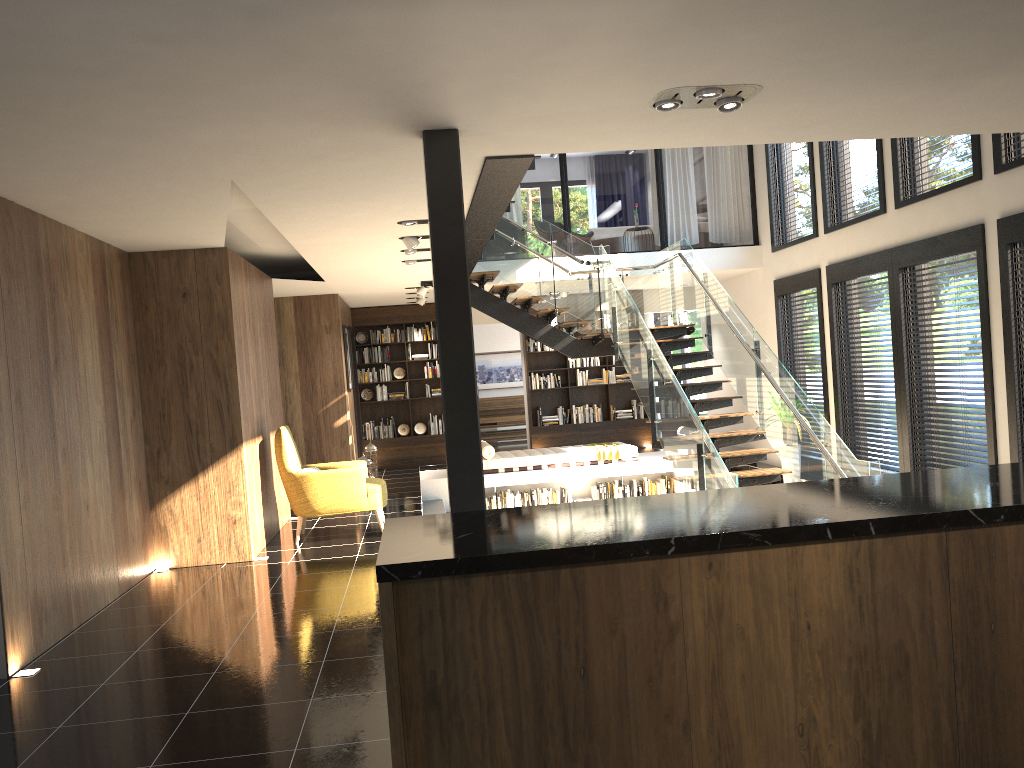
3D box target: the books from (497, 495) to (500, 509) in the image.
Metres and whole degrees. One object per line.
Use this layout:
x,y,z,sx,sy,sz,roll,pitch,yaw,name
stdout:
-0.181,1.658,12.124,0.027,0.254,0.204,-4,1,-6,books

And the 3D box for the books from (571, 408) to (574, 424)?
1.018,0.544,15.103,0.026,0.263,0.156,-4,1,-6,books

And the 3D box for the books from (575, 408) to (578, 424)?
1.083,0.540,15.086,0.030,0.262,0.173,-4,1,-6,books

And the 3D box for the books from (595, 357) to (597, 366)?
1.424,-0.416,15.135,0.024,0.220,0.148,-4,1,-6,books

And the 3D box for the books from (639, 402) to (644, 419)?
2.214,0.451,15.203,0.025,0.274,0.204,-4,1,-6,books

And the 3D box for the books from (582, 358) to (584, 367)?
1.190,-0.411,15.095,0.030,0.244,0.142,-4,1,-6,books

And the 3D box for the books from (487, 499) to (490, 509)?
-0.324,1.689,12.152,0.029,0.211,0.130,-4,1,-6,books

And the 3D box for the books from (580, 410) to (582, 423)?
1.166,0.558,15.100,0.025,0.214,0.170,-4,1,-6,books

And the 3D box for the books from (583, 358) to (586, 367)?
1.221,-0.407,15.087,0.028,0.231,0.167,-4,1,-6,books

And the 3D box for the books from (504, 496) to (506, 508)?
-0.099,1.660,12.161,0.029,0.237,0.146,-4,1,-6,books

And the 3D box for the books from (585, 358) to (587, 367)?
1.245,-0.381,15.111,0.021,0.176,0.161,-4,1,-6,books

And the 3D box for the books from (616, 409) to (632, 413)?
1.903,0.465,15.179,0.288,0.030,0.175,-4,1,-2,books

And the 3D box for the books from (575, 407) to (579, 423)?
1.108,0.532,15.107,0.025,0.274,0.150,-4,1,-6,books

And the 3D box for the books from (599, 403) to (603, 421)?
1.519,0.485,15.154,0.022,0.307,0.131,-4,2,-6,books

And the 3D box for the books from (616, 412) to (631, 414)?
1.903,0.492,15.194,0.251,0.026,0.148,-4,1,-10,books

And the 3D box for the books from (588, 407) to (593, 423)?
1.335,0.525,15.116,0.034,0.255,0.194,-4,1,-6,books

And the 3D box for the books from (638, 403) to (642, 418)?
2.191,0.463,15.207,0.023,0.254,0.191,-4,1,-6,books

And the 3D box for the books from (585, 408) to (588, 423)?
1.253,0.532,15.093,0.025,0.255,0.202,-4,1,-6,books

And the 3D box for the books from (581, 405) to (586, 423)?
1.221,0.512,15.114,0.032,0.298,0.169,-4,1,-6,books

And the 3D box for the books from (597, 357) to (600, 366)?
1.459,-0.419,15.141,0.046,0.219,0.145,-4,1,-6,books

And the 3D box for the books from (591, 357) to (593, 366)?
1.349,-0.390,15.109,0.027,0.179,0.164,-4,1,-6,books

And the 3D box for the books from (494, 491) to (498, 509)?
-0.215,1.630,12.156,0.029,0.314,0.163,-4,1,-6,books

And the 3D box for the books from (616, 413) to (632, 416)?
1.906,0.517,15.184,0.263,0.024,0.167,-4,1,-11,books

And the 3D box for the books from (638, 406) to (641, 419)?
2.168,0.474,15.213,0.022,0.234,0.178,-4,1,-6,books

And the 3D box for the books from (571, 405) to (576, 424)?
1.050,0.518,15.072,0.035,0.312,0.160,-4,1,-6,books

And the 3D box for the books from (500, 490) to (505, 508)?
-0.128,1.620,12.133,0.030,0.322,0.202,-4,1,-6,books

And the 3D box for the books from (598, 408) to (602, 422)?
1.499,0.527,15.143,0.026,0.227,0.129,-4,1,-6,books

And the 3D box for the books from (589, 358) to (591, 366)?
1.316,-0.430,15.111,0.032,0.265,0.149,-4,1,-6,books

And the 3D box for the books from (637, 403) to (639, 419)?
2.144,0.459,15.213,0.023,0.267,0.147,-4,1,-6,books

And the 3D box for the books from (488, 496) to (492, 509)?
-0.297,1.664,12.158,0.030,0.256,0.145,-4,1,-6,books

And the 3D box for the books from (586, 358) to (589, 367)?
1.279,-0.381,15.117,0.047,0.171,0.167,-4,1,-6,books

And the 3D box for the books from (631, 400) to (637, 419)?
2.091,0.434,15.195,0.030,0.326,0.195,-4,1,-6,books

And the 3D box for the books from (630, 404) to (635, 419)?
2.066,0.475,15.192,0.026,0.247,0.149,-4,1,-6,books

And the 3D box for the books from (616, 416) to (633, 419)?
1.910,0.570,15.187,0.286,0.031,0.176,-4,1,-8,books

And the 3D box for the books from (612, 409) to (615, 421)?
1.719,0.525,15.157,0.025,0.199,0.149,-4,1,-6,books

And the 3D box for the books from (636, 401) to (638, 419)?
2.119,0.439,15.200,0.027,0.311,0.148,-4,1,-6,books

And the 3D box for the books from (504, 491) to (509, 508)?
-0.071,1.622,12.138,0.028,0.309,0.211,-4,1,-6,books

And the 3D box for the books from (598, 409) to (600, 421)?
1.473,0.532,15.140,0.026,0.221,0.145,-4,1,-6,books

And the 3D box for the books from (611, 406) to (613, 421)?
1.691,0.494,15.167,0.024,0.264,0.174,-4,1,-6,books

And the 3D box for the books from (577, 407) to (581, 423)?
1.138,0.530,15.084,0.030,0.276,0.160,-4,1,-6,books

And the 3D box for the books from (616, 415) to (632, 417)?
1.907,0.542,15.197,0.250,0.026,0.148,-4,1,-10,books

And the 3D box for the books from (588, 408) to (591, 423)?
1.308,0.532,15.106,0.023,0.246,0.149,-4,1,-6,books

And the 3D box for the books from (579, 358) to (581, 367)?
1.142,-0.386,15.106,0.026,0.201,0.146,-4,1,-6,books

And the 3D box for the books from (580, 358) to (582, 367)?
1.165,-0.390,15.106,0.020,0.206,0.147,-4,1,-6,books

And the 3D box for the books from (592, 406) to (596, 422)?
1.394,0.508,15.118,0.028,0.280,0.154,-4,1,-6,books

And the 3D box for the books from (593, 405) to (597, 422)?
1.419,0.499,15.127,0.025,0.294,0.177,-4,1,-6,books

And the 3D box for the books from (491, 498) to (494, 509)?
-0.270,1.678,12.154,0.020,0.225,0.156,-4,1,-6,books

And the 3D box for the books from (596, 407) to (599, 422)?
1.448,0.520,15.117,0.028,0.250,0.162,-4,1,-6,books

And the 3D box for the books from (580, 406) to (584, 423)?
1.190,0.523,15.112,0.031,0.280,0.141,-4,1,-6,books

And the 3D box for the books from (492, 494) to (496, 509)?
-0.242,1.653,12.126,0.035,0.273,0.200,-4,1,-6,books

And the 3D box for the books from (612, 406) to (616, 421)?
1.744,0.504,15.151,0.026,0.238,0.159,-4,1,-6,books

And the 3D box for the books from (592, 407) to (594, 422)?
1.366,0.525,15.121,0.029,0.250,0.142,-4,1,-6,books

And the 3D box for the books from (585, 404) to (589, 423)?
1.277,0.504,15.115,0.032,0.306,0.155,-4,1,-6,books

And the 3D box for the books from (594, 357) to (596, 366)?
1.396,-0.409,15.151,0.030,0.208,0.119,-4,1,-6,books

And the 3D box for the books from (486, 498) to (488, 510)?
-0.350,1.677,12.121,0.027,0.241,0.150,-4,1,-6,books

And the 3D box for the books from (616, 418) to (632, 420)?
1.911,0.598,15.196,0.273,0.025,0.156,-4,1,-9,books

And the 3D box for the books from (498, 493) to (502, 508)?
-0.158,1.643,12.159,0.028,0.279,0.120,-4,1,-6,books
